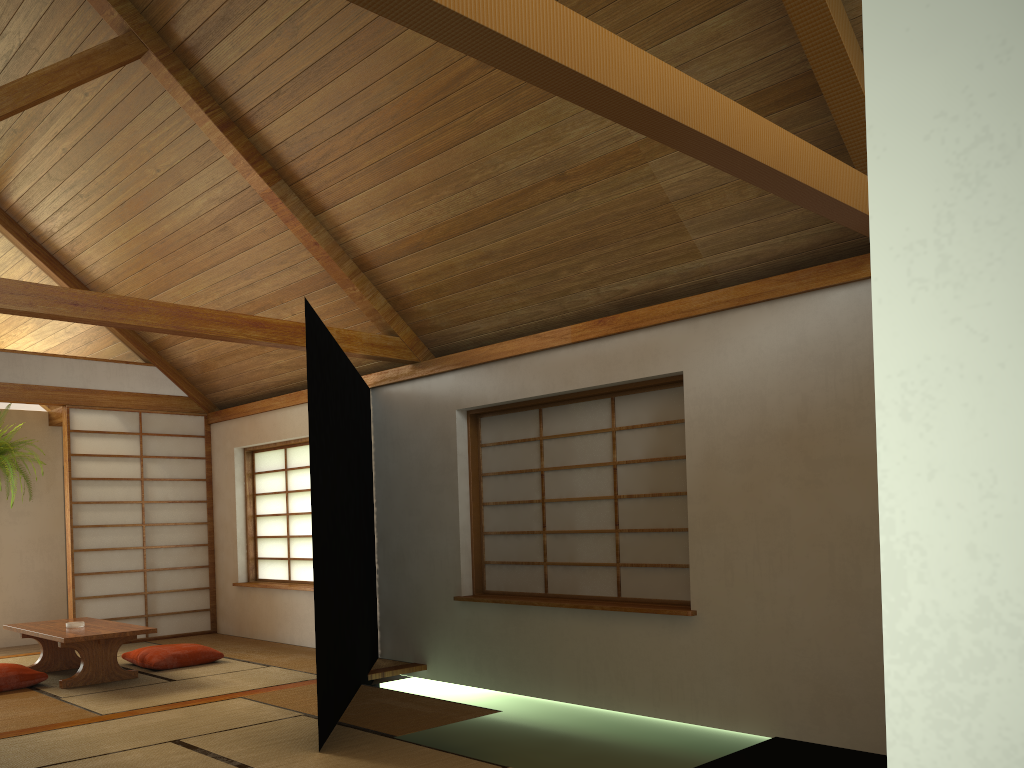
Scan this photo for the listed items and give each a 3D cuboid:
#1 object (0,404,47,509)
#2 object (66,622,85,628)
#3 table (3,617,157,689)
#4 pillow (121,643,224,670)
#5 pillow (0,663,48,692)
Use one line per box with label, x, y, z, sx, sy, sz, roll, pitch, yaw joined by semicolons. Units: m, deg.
object;-4.813;0.719;8.045;1.135;1.122;1.192;-6;-6;39
object;-2.936;1.618;5.885;0.125;0.030;0.114;-5;-9;19
table;-2.935;1.806;5.911;0.561;0.334;1.298;4;-10;-44
pillow;-2.474;1.968;6.362;0.520;0.131;0.606;6;-12;-44
pillow;-3.326;1.862;5.567;0.605;0.147;0.520;-9;-11;39
